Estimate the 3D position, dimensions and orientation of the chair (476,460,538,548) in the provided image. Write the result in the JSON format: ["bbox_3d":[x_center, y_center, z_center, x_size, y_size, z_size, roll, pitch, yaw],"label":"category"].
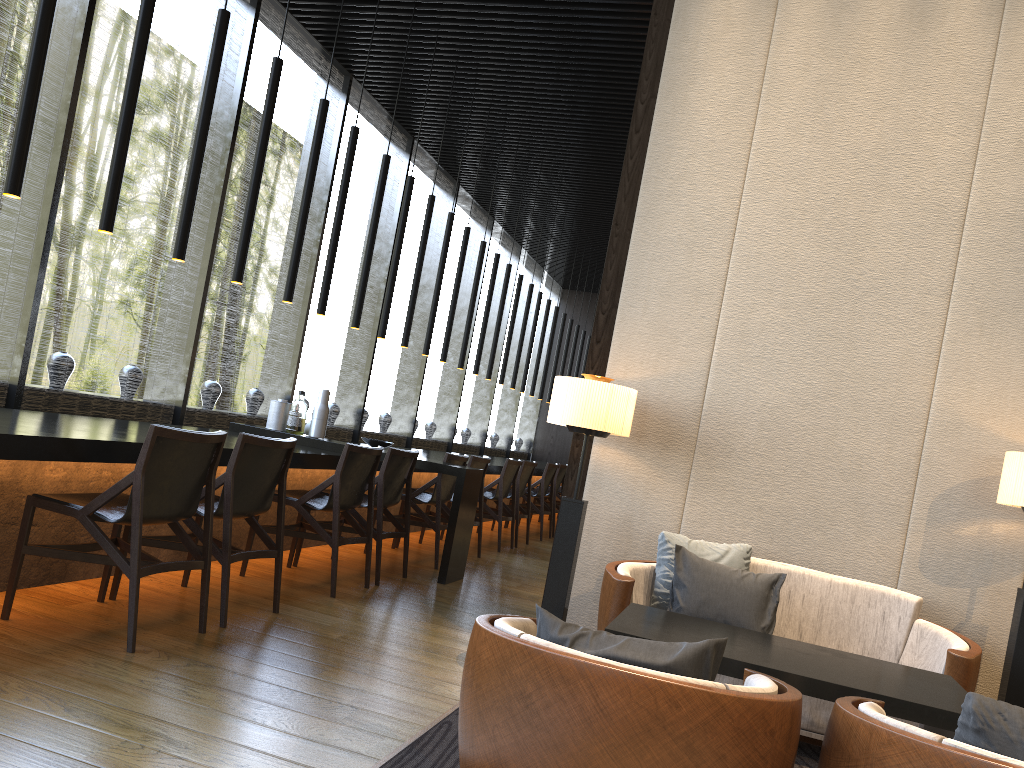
[{"bbox_3d":[-0.085,1.118,8.621,0.561,0.827,0.527,10,-1,16],"label":"chair"}]

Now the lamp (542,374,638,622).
[{"bbox_3d":[0.260,0.633,3.961,0.374,1.350,0.375,10,0,6],"label":"lamp"}]

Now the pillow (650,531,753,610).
[{"bbox_3d":[0.809,0.855,3.786,0.433,0.399,0.201,11,-1,-6],"label":"pillow"}]

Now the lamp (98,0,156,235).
[{"bbox_3d":[-1.579,-1.859,3.920,0.060,2.420,0.060,11,0,11],"label":"lamp"}]

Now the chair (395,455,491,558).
[{"bbox_3d":[-0.506,0.947,7.091,0.561,0.827,0.527,10,-1,16],"label":"chair"}]

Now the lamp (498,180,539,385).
[{"bbox_3d":[0.095,-1.182,10.002,0.060,2.420,0.060,11,0,11],"label":"lamp"}]

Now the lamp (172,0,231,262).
[{"bbox_3d":[-1.443,-1.804,4.415,0.060,2.420,0.060,11,0,11],"label":"lamp"}]

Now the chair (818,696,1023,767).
[{"bbox_3d":[1.036,1.028,1.823,0.801,0.604,0.608,10,-2,16],"label":"chair"}]

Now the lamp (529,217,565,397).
[{"bbox_3d":[0.471,-1.030,11.370,0.060,2.420,0.060,11,0,11],"label":"lamp"}]

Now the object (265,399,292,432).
[{"bbox_3d":[-1.645,0.219,6.284,0.168,0.219,0.169,10,-1,11],"label":"object"}]

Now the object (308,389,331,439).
[{"bbox_3d":[-1.337,0.207,6.190,0.113,0.344,0.113,10,0,11],"label":"object"}]

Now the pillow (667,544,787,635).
[{"bbox_3d":[0.859,0.874,3.609,0.470,0.361,0.220,10,-1,13],"label":"pillow"}]

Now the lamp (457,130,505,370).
[{"bbox_3d":[-0.283,-1.335,8.628,0.060,2.420,0.060,11,0,21],"label":"lamp"}]

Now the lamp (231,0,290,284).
[{"bbox_3d":[-1.306,-1.749,4.912,0.060,2.420,0.060,11,0,11],"label":"lamp"}]

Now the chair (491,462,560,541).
[{"bbox_3d":[0.183,1.226,9.596,0.561,0.827,0.527,10,-1,16],"label":"chair"}]

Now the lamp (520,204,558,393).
[{"bbox_3d":[0.346,-1.080,10.915,0.060,2.420,0.060,11,0,11],"label":"lamp"}]

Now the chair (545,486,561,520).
[{"bbox_3d":[0.764,1.461,11.705,0.561,0.827,0.527,10,-1,16],"label":"chair"}]

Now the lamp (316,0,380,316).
[{"bbox_3d":[-1.046,-1.644,5.858,0.060,2.420,0.060,11,0,11],"label":"lamp"}]

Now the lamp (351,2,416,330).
[{"bbox_3d":[-0.907,-1.588,6.361,0.060,2.420,0.060,11,0,11],"label":"lamp"}]

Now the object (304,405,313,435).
[{"bbox_3d":[-1.410,0.266,6.336,0.135,0.217,0.136,10,-1,3],"label":"object"}]

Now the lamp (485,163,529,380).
[{"bbox_3d":[-0.036,-1.235,9.526,0.060,2.420,0.060,11,0,21],"label":"lamp"}]

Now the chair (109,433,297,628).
[{"bbox_3d":[-1.348,0.607,4.033,0.561,0.827,0.527,10,-1,16],"label":"chair"}]

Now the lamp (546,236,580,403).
[{"bbox_3d":[0.726,-0.927,12.295,0.060,2.420,0.060,11,0,11],"label":"lamp"}]

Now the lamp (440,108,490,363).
[{"bbox_3d":[-0.416,-1.389,8.145,0.060,2.420,0.060,11,0,11],"label":"lamp"}]

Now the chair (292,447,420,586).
[{"bbox_3d":[-0.927,0.777,5.562,0.561,0.827,0.527,10,-1,16],"label":"chair"}]

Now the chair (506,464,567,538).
[{"bbox_3d":[0.336,1.288,10.150,0.561,0.827,0.527,10,-1,16],"label":"chair"}]

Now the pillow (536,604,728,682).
[{"bbox_3d":[0.229,0.669,1.939,0.440,0.338,0.206,10,-1,23],"label":"pillow"}]

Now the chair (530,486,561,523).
[{"bbox_3d":[0.611,1.400,11.151,0.561,0.827,0.527,10,-1,16],"label":"chair"}]

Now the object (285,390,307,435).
[{"bbox_3d":[-1.493,0.198,6.188,0.129,0.305,0.129,11,-1,2],"label":"object"}]

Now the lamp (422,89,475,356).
[{"bbox_3d":[-0.535,-1.437,7.716,0.060,2.420,0.060,11,0,11],"label":"lamp"}]

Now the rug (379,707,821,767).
[{"bbox_3d":[0.707,1.326,2.758,2.035,0.008,2.250,10,-4,16],"label":"rug"}]

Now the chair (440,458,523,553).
[{"bbox_3d":[-0.237,1.056,8.067,0.561,0.827,0.527,10,-1,16],"label":"chair"}]

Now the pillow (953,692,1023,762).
[{"bbox_3d":[1.043,0.803,1.709,0.398,0.362,0.223,10,-1,16],"label":"pillow"}]

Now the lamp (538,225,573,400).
[{"bbox_3d":[0.594,-0.980,11.816,0.060,2.420,0.060,11,0,11],"label":"lamp"}]

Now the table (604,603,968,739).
[{"bbox_3d":[0.791,1.076,2.701,1.039,0.517,0.578,10,-2,16],"label":"table"}]

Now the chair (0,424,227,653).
[{"bbox_3d":[-1.500,0.545,3.479,0.561,0.827,0.527,10,-1,16],"label":"chair"}]

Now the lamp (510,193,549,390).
[{"bbox_3d":[0.226,-1.129,10.478,0.060,2.420,0.060,11,0,21],"label":"lamp"}]

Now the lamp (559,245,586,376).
[{"bbox_3d":[0.850,-0.876,12.748,0.060,2.420,0.060,11,0,11],"label":"lamp"}]

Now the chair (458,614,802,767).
[{"bbox_3d":[0.226,0.892,2.054,0.801,0.604,0.608,10,-2,16],"label":"chair"}]

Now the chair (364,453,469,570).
[{"bbox_3d":[-0.658,0.886,6.538,0.561,0.827,0.527,10,-1,16],"label":"chair"}]

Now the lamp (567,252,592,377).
[{"bbox_3d":[0.978,-0.825,13.209,0.060,2.420,0.060,11,0,11],"label":"lamp"}]

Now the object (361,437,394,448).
[{"bbox_3d":[-0.929,0.421,6.085,0.226,0.067,0.228,9,-3,18],"label":"object"}]

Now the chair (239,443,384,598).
[{"bbox_3d":[-1.079,0.715,5.008,0.561,0.827,0.527,10,-1,16],"label":"chair"}]

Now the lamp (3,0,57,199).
[{"bbox_3d":[-1.715,-1.914,3.427,0.060,2.420,0.060,11,0,11],"label":"lamp"}]

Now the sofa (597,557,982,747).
[{"bbox_3d":[1.062,1.094,3.600,1.445,0.693,0.605,10,-2,16],"label":"sofa"}]

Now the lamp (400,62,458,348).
[{"bbox_3d":[-0.663,-1.489,7.249,0.060,2.420,0.060,11,0,11],"label":"lamp"}]

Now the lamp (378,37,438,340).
[{"bbox_3d":[-0.784,-1.538,6.809,0.060,2.420,0.060,11,0,11],"label":"lamp"}]

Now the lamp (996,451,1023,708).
[{"bbox_3d":[2.021,0.946,3.459,0.376,1.319,0.373,11,0,-30],"label":"lamp"}]

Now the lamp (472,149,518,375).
[{"bbox_3d":[-0.157,-1.284,9.089,0.060,2.420,0.060,11,0,11],"label":"lamp"}]

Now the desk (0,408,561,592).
[{"bbox_3d":[-2.457,0.273,1.403,1.775,0.759,28.848,10,-3,16],"label":"desk"}]

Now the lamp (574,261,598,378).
[{"bbox_3d":[1.112,-0.770,13.698,0.060,2.420,0.060,11,0,11],"label":"lamp"}]

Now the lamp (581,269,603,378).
[{"bbox_3d":[1.245,-0.717,14.179,0.060,2.420,0.060,11,0,11],"label":"lamp"}]

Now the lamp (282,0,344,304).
[{"bbox_3d":[-1.160,-1.690,5.443,0.060,2.420,0.060,11,0,11],"label":"lamp"}]
